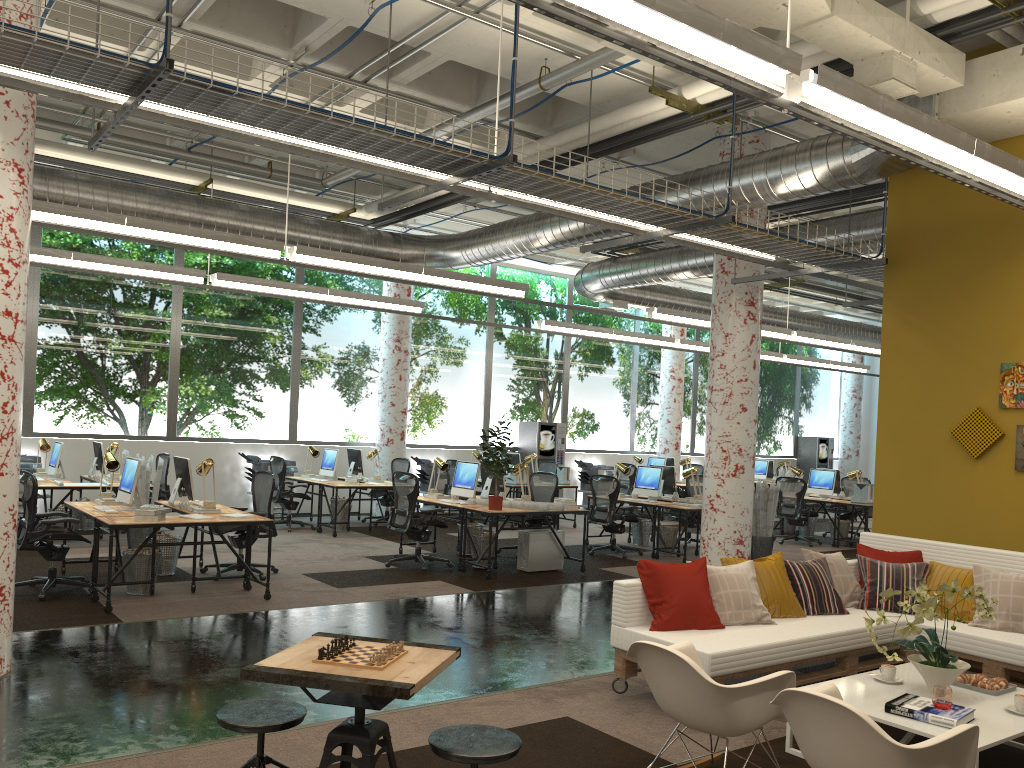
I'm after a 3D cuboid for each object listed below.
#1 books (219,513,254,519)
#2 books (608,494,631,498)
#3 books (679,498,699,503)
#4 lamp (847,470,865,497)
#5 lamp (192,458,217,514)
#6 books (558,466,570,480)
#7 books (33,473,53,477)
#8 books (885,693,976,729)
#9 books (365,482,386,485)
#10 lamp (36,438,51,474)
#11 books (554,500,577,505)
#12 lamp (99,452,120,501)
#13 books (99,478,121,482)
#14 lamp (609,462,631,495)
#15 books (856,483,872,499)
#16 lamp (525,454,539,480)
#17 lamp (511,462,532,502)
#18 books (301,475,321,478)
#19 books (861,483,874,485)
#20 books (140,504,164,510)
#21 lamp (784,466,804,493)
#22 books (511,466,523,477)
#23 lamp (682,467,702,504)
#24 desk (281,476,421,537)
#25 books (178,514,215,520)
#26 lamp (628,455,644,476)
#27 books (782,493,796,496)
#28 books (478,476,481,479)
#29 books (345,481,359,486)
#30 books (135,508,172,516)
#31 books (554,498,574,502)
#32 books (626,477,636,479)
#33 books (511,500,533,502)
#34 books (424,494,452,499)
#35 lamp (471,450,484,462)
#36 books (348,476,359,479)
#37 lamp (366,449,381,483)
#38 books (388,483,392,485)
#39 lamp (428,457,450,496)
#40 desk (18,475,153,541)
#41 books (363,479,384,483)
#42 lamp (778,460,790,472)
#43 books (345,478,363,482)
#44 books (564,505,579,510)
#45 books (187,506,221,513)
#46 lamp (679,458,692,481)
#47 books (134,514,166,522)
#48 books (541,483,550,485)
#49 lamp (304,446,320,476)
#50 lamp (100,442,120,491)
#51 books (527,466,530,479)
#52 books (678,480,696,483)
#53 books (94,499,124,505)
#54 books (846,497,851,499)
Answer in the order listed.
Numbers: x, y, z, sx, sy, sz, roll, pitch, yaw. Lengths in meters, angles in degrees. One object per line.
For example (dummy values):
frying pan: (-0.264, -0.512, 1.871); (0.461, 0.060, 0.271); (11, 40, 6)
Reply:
books: (-2.499, 1.199, 8.030); (0.200, 0.024, 0.236); (1, -3, 27)
books: (1.547, 1.627, 12.900); (0.226, 0.038, 0.308); (5, -4, -36)
books: (2.572, 1.660, 12.606); (0.226, 0.038, 0.308); (5, -4, -36)
lamp: (5.849, 1.749, 14.872); (0.219, 0.611, 0.528); (3, -1, -17)
lamp: (-2.890, 1.008, 8.362); (0.219, 0.611, 0.528); (3, -1, -17)
books: (0.890, 1.579, 15.246); (0.068, 0.310, 0.233); (3, -1, -37)
books: (-6.205, 1.205, 11.741); (0.226, 0.038, 0.308); (5, -4, -36)
books: (2.059, 1.612, 4.363); (0.333, 0.048, 0.280); (0, -4, 44)
books: (-2.030, 1.485, 13.170); (0.243, 0.019, 0.205); (1, -3, 31)
lamp: (-6.213, 1.026, 11.773); (0.209, 0.611, 0.528); (3, -1, -17)
books: (0.622, 1.381, 10.340); (0.193, 0.044, 0.257); (4, -3, -19)
lamp: (-3.956, 0.976, 8.719); (0.219, 0.611, 0.528); (3, -1, -17)
books: (-5.180, 1.238, 11.447); (0.226, 0.038, 0.308); (5, -4, -36)
lamp: (1.540, 1.448, 12.933); (0.209, 0.611, 0.528); (3, -1, -17)
books: (5.544, 1.733, 13.972); (0.068, 0.310, 0.233); (3, -1, -37)
lamp: (0.384, 1.526, 15.541); (0.219, 0.611, 0.528); (3, -1, -17)
lamp: (0.127, 1.244, 10.647); (0.209, 0.611, 0.528); (3, -1, -17)
books: (-3.173, 1.462, 14.001); (0.226, 0.038, 0.308); (5, -4, -36)
books: (5.662, 1.743, 14.061); (0.068, 0.310, 0.233); (3, -1, -37)
books: (-3.085, 1.057, 7.583); (0.153, 0.030, 0.185); (3, -3, -9)
lamp: (4.782, 1.717, 15.229); (0.219, 0.611, 0.528); (3, -1, -17)
books: (0.080, 1.510, 14.641); (0.068, 0.310, 0.233); (3, -1, -37)
lamp: (2.596, 1.479, 12.573); (0.209, 0.611, 0.528); (3, -1, -17)
desk: (-2.515, 1.857, 13.645); (1.403, 0.724, 1.939); (4, -3, -37)
books: (-2.801, 1.179, 7.857); (0.243, 0.019, 0.205); (1, -3, 31)
lamp: (2.512, 1.765, 18.279); (0.219, 0.611, 0.528); (3, -1, -17)
books: (4.794, 1.896, 15.198); (0.226, 0.038, 0.308); (5, -4, -36)
books: (-0.670, 1.674, 15.867); (0.226, 0.038, 0.308); (5, -4, -36)
books: (-2.323, 1.440, 12.879); (0.200, 0.050, 0.272); (3, -3, -9)
books: (-3.071, 1.089, 7.583); (0.193, 0.044, 0.258); (2, -3, 11)
books: (0.611, 1.348, 10.332); (0.153, 0.030, 0.185); (5, -4, -39)
books: (2.524, 1.945, 18.248); (0.226, 0.038, 0.308); (5, -4, -36)
books: (0.103, 1.425, 10.681); (0.226, 0.038, 0.308); (5, -4, -36)
books: (-0.923, 1.392, 10.975); (0.226, 0.038, 0.308); (5, -4, -36)
lamp: (-0.677, 1.495, 15.900); (0.209, 0.611, 0.528); (3, -1, -17)
books: (-2.314, 1.363, 12.896); (0.153, 0.030, 0.185); (3, -3, -9)
lamp: (-2.124, 1.314, 13.674); (0.209, 0.611, 0.528); (3, -1, -17)
books: (-1.728, 1.505, 13.343); (0.200, 0.024, 0.236); (1, -3, 27)
lamp: (-0.935, 1.212, 11.006); (0.219, 0.611, 0.528); (3, -1, -17)
desk: (-5.547, 1.600, 11.385); (1.403, 0.724, 1.939); (4, -3, -37)
books: (-2.148, 1.495, 13.707); (0.226, 0.038, 0.308); (5, -4, -36)
lamp: (6.181, 2.018, 19.862); (0.219, 0.611, 0.528); (3, -1, -17)
books: (-2.300, 1.395, 12.896); (0.193, 0.044, 0.258); (2, -3, 11)
books: (0.611, 1.426, 10.315); (0.200, 0.050, 0.271); (5, -4, -39)
books: (-2.919, 1.189, 8.394); (0.226, 0.038, 0.308); (5, -4, -36)
lamp: (3.578, 1.797, 17.922); (0.219, 0.611, 0.528); (3, -1, -17)
books: (-3.094, 1.134, 7.566); (0.200, 0.050, 0.272); (3, -3, -9)
books: (0.599, 1.702, 15.078); (0.200, 0.024, 0.236); (1, -3, 27)
lamp: (-3.185, 1.282, 14.032); (0.219, 0.611, 0.528); (3, -1, -17)
lamp: (-5.156, 1.057, 11.413); (0.209, 0.611, 0.528); (3, -1, -17)
books: (0.198, 1.520, 14.730); (0.068, 0.310, 0.233); (3, -1, -37)
books: (3.549, 1.978, 17.954); (0.226, 0.038, 0.308); (5, -4, -36)
books: (-3.944, 1.156, 8.688); (0.226, 0.038, 0.308); (5, -4, -36)
books: (5.820, 1.930, 14.904); (0.226, 0.038, 0.308); (5, -4, -36)
